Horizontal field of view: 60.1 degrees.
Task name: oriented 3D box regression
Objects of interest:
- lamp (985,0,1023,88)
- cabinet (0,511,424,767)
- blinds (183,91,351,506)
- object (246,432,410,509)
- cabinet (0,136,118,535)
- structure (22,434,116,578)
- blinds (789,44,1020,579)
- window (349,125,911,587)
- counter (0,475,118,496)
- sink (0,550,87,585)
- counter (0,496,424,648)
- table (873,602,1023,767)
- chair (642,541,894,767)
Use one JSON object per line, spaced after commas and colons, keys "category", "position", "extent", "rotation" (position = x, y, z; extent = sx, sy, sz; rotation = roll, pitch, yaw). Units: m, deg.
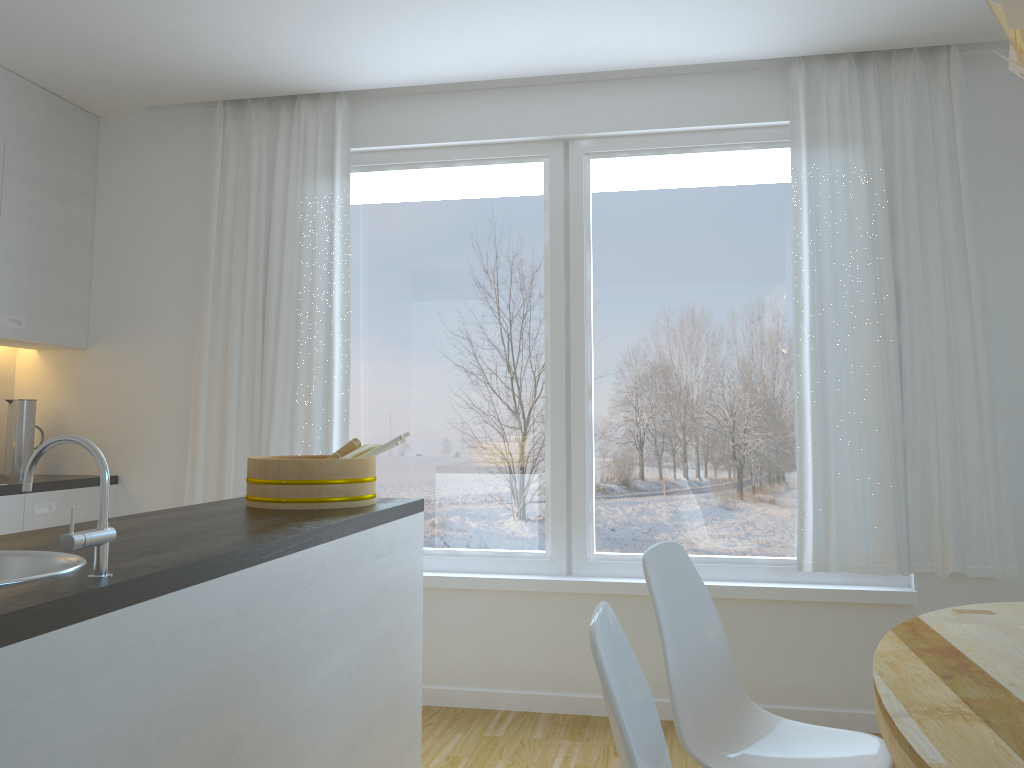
{"category": "lamp", "position": [1.112, -0.901, 1.396], "extent": [0.647, 1.142, 0.635], "rotation": [-1, -6, 10]}
{"category": "cabinet", "position": [-0.804, 0.806, 1.649], "extent": [0.600, 0.915, 2.388], "rotation": [-1, -3, 11]}
{"category": "blinds", "position": [-1.109, -0.319, 4.008], "extent": [0.794, 2.174, 0.149], "rotation": [-1, -6, 10]}
{"category": "object", "position": [-0.579, 0.251, 2.661], "extent": [0.377, 0.215, 0.428], "rotation": [-3, -5, 39]}
{"category": "cabinet", "position": [-2.390, 0.056, 2.678], "extent": [0.481, 2.315, 3.184], "rotation": [-1, -4, 11]}
{"category": "structure", "position": [-0.698, 0.185, 1.349], "extent": [0.162, 0.216, 0.096], "rotation": [-1, -6, 11]}
{"category": "blinds", "position": [1.507, -0.344, 3.502], "extent": [0.794, 2.174, 0.149], "rotation": [-1, -6, 11]}
{"category": "window", "position": [0.252, -0.140, 3.921], "extent": [2.726, 1.931, 0.088], "rotation": [-1, -6, 11]}
{"category": "counter", "position": [-2.336, 0.406, 3.239], "extent": [0.600, 0.040, 1.990], "rotation": [-1, -3, 11]}
{"category": "sink", "position": [-0.897, 0.370, 1.395], "extent": [0.403, 0.158, 0.402], "rotation": [2, -4, -37]}
{"category": "counter", "position": [-0.804, 0.331, 1.702], "extent": [0.600, 0.040, 2.388], "rotation": [-1, -3, 11]}
{"category": "table", "position": [1.167, 0.874, 1.178], "extent": [1.193, 0.729, 2.179], "rotation": [-1, -3, 10]}
{"category": "chair", "position": [0.579, 0.825, 1.950], "extent": [0.522, 0.907, 0.428], "rotation": [-3, -7, 31]}
